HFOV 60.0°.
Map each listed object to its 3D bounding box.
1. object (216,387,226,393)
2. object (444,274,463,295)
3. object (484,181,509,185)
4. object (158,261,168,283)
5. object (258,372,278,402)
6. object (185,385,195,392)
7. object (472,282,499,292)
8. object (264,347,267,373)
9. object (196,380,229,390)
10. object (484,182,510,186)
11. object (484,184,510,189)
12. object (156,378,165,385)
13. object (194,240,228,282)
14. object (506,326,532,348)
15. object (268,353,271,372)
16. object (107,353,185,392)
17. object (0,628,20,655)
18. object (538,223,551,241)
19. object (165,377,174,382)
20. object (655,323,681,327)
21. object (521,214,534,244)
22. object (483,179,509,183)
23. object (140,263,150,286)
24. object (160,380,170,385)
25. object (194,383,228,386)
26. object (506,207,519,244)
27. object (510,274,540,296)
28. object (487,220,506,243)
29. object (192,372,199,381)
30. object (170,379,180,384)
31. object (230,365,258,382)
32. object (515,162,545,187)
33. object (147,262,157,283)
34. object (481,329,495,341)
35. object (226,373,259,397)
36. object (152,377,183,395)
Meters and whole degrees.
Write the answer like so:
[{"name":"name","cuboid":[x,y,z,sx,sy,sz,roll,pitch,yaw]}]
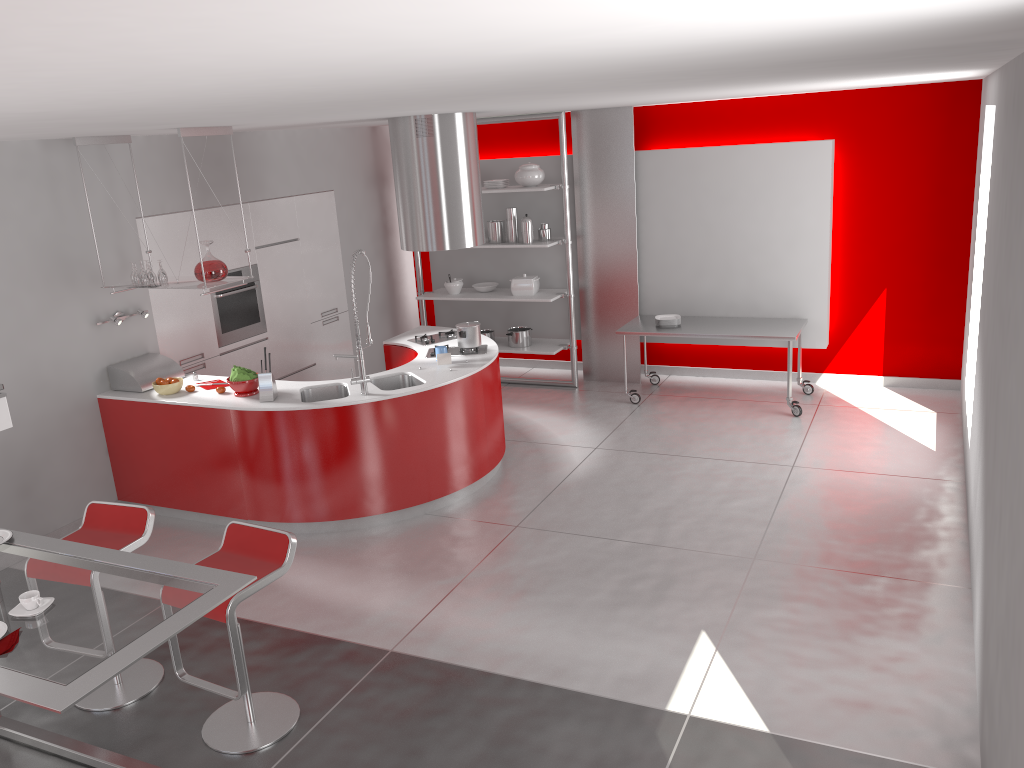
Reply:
[{"name":"object","cuboid":[-1.966,0.039,5.991,0.064,0.048,0.063,-3,16,4]},{"name":"object","cuboid":[-0.586,-1.011,8.907,0.192,0.214,0.192,-1,16,12]},{"name":"object","cuboid":[-0.147,-1.915,8.470,0.200,0.030,0.200,4,17,25]},{"name":"object","cuboid":[-2.342,-0.747,5.932,0.060,0.141,0.060,4,17,25]},{"name":"object","cuboid":[-1.589,0.010,5.750,0.091,0.178,0.137,-4,16,-1]},{"name":"object","cuboid":[-2.206,0.033,6.082,0.065,0.047,0.063,3,17,25]},{"name":"object","cuboid":[-0.266,-0.967,8.936,0.272,0.072,0.272,-7,16,-10]},{"name":"object","cuboid":[-1.594,-0.071,5.756,0.014,0.322,0.150,-5,16,-3]},{"name":"object","cuboid":[-2.096,0.005,6.222,0.168,0.006,0.266,-16,19,-36]},{"name":"object","cuboid":[-0.146,-1.901,8.474,0.200,0.030,0.200,4,17,25]},{"name":"object","cuboid":[-0.145,-1.885,8.478,0.200,0.030,0.200,4,17,25]},{"name":"object","cuboid":[-2.420,-0.015,6.104,0.055,0.058,0.066,-1,16,11]},{"name":"object","cuboid":[-1.982,-0.803,5.811,0.213,0.266,0.213,-15,19,-34]},{"name":"object","cuboid":[0.076,-0.465,8.789,0.240,0.161,0.259,-2,16,9]},{"name":"object","cuboid":[-1.565,-0.055,5.752,0.012,0.279,0.130,-5,16,-3]},{"name":"object","cuboid":[-2.616,-0.087,6.356,0.300,0.170,0.400,4,17,25]},{"name":"object","cuboid":[-1.589,0.820,2.744,0.095,0.012,0.234,3,17,24]},{"name":"object","cuboid":[0.310,-1.447,8.452,0.127,0.157,0.127,7,19,35]},{"name":"object","cuboid":[-2.361,-0.020,6.124,0.066,0.049,0.062,2,17,22]},{"name":"object","cuboid":[1.407,-0.544,7.998,0.228,0.020,0.228,-2,16,8]},{"name":"object","cuboid":[0.144,-1.456,8.314,0.115,0.274,0.115,1,17,18]},{"name":"object","cuboid":[-0.148,-1.930,8.465,0.200,0.030,0.200,4,17,25]},{"name":"object","cuboid":[-2.445,-0.728,5.892,0.060,0.141,0.060,-3,16,3]},{"name":"object","cuboid":[-2.374,-0.003,6.066,0.065,0.052,0.062,-1,16,10]},{"name":"object","cuboid":[-2.040,-0.003,6.213,0.375,0.008,0.041,-3,16,3]},{"name":"object","cuboid":[0.005,-1.506,8.422,0.109,0.329,0.110,3,17,23]},{"name":"object","cuboid":[0.128,-0.974,8.636,0.282,0.197,0.235,0,16,15]},{"name":"object","cuboid":[-0.155,-1.470,8.562,0.184,0.205,0.172,5,18,30]},{"name":"object","cuboid":[-2.276,-0.056,6.371,0.043,0.066,0.042,8,20,38]},{"name":"object","cuboid":[-2.311,-0.011,6.080,0.066,0.049,0.062,6,19,33]},{"name":"object","cuboid":[-1.772,-0.041,5.899,0.198,0.182,0.193,5,18,30]},{"name":"object","cuboid":[0.167,-1.969,8.339,0.287,0.222,0.287,-10,17,-19]},{"name":"object","cuboid":[-2.433,-0.752,5.973,0.060,0.141,0.060,4,17,25]},{"name":"object","cuboid":[-0.264,-0.472,8.968,0.182,0.122,0.196,-8,16,-15]},{"name":"object","cuboid":[-1.778,0.010,5.917,0.229,0.118,0.228,-5,16,-3]},{"name":"object","cuboid":[-2.356,0.022,6.084,0.201,0.086,0.201,4,18,26]}]
